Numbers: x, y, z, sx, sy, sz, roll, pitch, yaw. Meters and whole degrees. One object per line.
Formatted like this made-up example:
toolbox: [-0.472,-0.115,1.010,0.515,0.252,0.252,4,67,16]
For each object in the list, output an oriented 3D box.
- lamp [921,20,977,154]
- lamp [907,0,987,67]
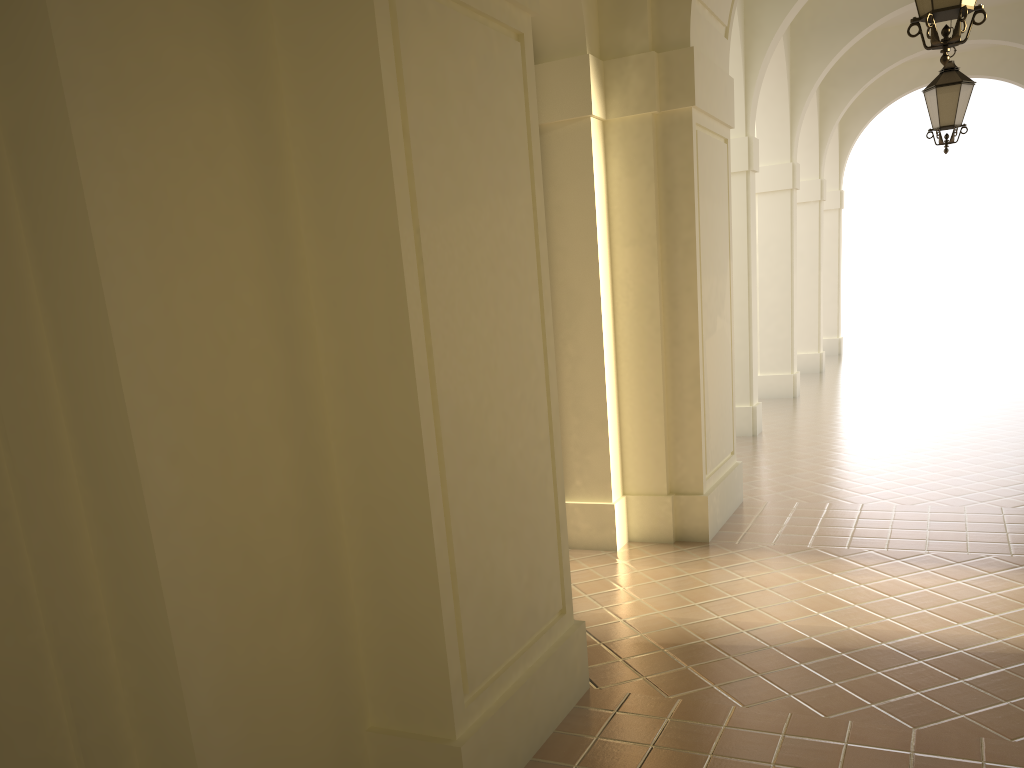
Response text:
lamp: [4.426,-4.072,8.791,0.509,3.436,0.427,2,16,25]
lamp: [2.259,-3.419,4.432,0.442,3.436,0.491,-6,14,-4]
